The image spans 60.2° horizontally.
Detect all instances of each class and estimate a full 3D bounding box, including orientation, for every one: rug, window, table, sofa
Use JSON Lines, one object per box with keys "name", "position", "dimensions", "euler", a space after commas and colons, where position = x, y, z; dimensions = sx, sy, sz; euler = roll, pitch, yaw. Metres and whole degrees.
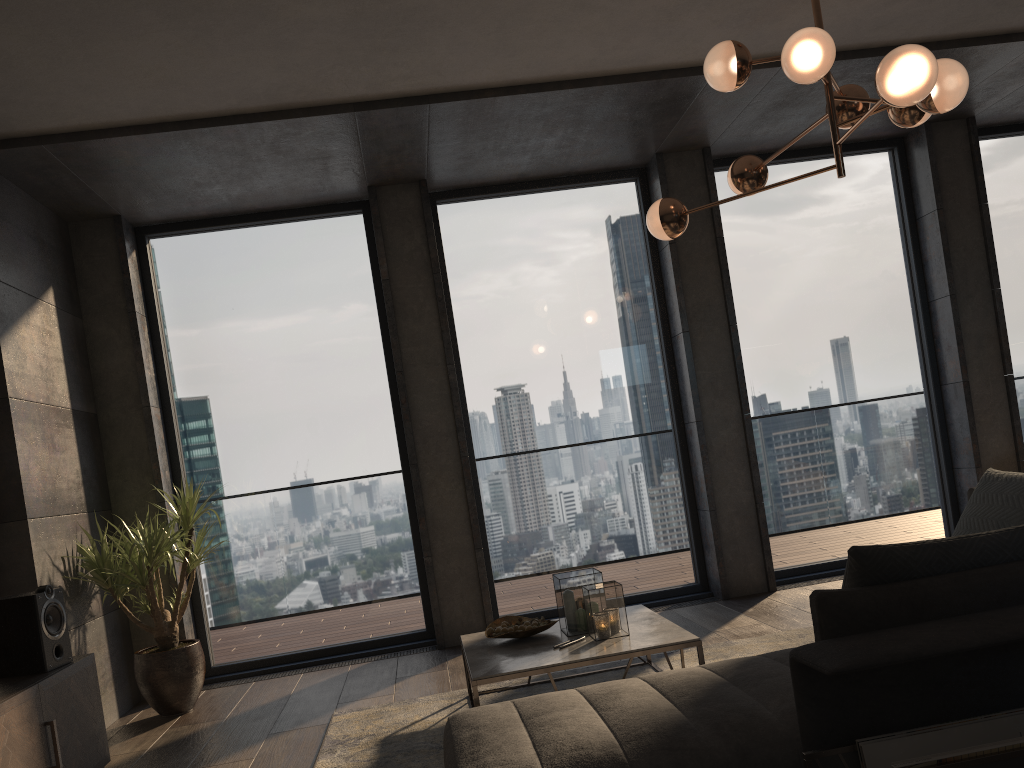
{"name": "rug", "position": [0.740, 1.351, 3.741], "dimensions": [3.138, 0.020, 1.738], "euler": [-8, -5, -6]}
{"name": "window", "position": [1.335, -0.041, 6.167], "dimensions": [7.253, 3.001, 0.199], "euler": [-8, 0, -6]}
{"name": "table", "position": [0.271, 1.278, 3.934], "dimensions": [0.929, 0.309, 0.935], "euler": [-8, -4, -7]}
{"name": "sofa", "position": [1.183, 0.825, 2.965], "dimensions": [2.905, 0.783, 2.033], "euler": [-8, -4, -7]}

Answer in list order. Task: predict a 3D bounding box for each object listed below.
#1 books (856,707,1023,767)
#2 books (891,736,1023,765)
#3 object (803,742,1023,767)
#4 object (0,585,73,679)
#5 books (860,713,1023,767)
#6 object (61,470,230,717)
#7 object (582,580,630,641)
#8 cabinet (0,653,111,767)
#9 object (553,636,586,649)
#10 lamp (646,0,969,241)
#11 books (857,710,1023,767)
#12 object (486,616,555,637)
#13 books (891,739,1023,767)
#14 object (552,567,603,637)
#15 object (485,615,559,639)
{"name": "books", "position": [1.116, 0.968, 2.076], "dimensions": [0.566, 0.355, 0.062], "euler": [-8, 0, -6]}
{"name": "books", "position": [1.124, 0.957, 1.961], "dimensions": [0.566, 0.355, 0.064], "euler": [-8, 0, -6]}
{"name": "object", "position": [1.048, 0.982, 2.004], "dimensions": [0.666, 0.352, 0.217], "euler": [-8, -1, -6]}
{"name": "object", "position": [-2.062, 1.047, 3.764], "dimensions": [0.249, 0.354, 0.198], "euler": [-9, -1, 3]}
{"name": "books", "position": [1.115, 0.966, 2.042], "dimensions": [0.566, 0.353, 0.079], "euler": [-8, 0, -6]}
{"name": "object", "position": [-2.061, 1.198, 4.956], "dimensions": [1.029, 1.360, 0.948], "euler": [-9, -2, 25]}
{"name": "object", "position": [0.405, 0.981, 3.830], "dimensions": [0.149, 0.220, 0.149], "euler": [-8, -1, -7]}
{"name": "cabinet", "position": [-1.972, 1.409, 2.809], "dimensions": [0.539, 0.549, 2.420], "euler": [-8, -5, -7]}
{"name": "object", "position": [0.251, 1.105, 3.780], "dimensions": [0.180, 0.012, 0.047], "euler": [-4, -7, -45]}
{"name": "lamp", "position": [1.279, -1.297, 3.653], "dimensions": [1.009, 1.037, 1.475], "euler": [-7, -3, -30]}
{"name": "books", "position": [1.115, 0.967, 2.061], "dimensions": [0.566, 0.355, 0.068], "euler": [-8, 0, -6]}
{"name": "object", "position": [0.040, 1.128, 4.059], "dimensions": [0.322, 0.072, 0.279], "euler": [-7, -5, -17]}
{"name": "books", "position": [1.118, 0.956, 1.948], "dimensions": [0.566, 0.355, 0.064], "euler": [-8, 0, -6]}
{"name": "object", "position": [0.314, 0.992, 4.029], "dimensions": [0.196, 0.261, 0.200], "euler": [-8, -2, -7]}
{"name": "object", "position": [0.048, 1.125, 4.061], "dimensions": [0.345, 0.084, 0.350], "euler": [-6, -5, -29]}
